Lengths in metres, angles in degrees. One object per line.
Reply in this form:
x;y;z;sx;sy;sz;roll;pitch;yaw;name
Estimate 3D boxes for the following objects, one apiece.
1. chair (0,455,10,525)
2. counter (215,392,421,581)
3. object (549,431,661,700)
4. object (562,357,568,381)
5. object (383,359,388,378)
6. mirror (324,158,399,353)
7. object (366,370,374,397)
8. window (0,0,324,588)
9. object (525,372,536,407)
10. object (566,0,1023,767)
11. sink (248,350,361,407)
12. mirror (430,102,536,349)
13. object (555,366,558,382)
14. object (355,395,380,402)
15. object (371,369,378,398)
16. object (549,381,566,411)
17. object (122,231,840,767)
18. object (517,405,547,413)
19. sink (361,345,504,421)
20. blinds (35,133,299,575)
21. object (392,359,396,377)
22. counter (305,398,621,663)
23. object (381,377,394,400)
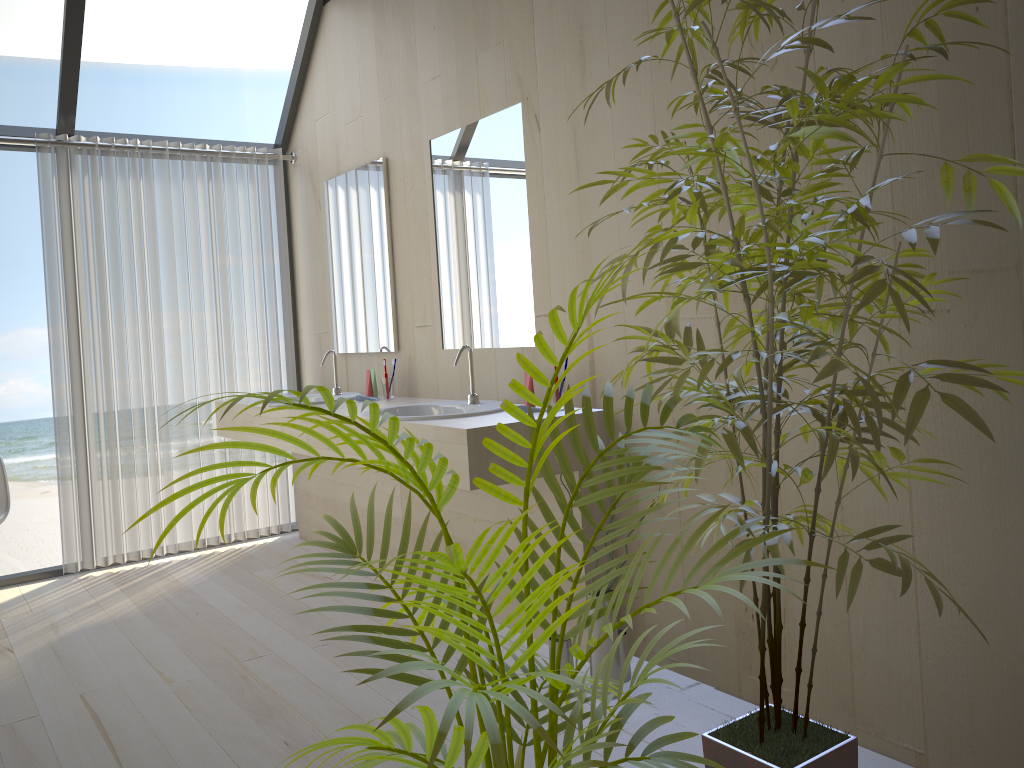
-2.301;0.469;3.607;0.369;0.347;0.455;-4;2;-6;chair
-0.914;0.468;4.159;0.551;0.790;1.204;-5;3;-35;counter
0.292;0.507;2.631;0.273;0.749;0.408;-3;1;43;object
0.161;-0.002;2.884;0.054;0.175;0.012;-4;0;-10;object
-0.546;-0.020;3.841;0.012;0.178;0.050;-4;0;4;object
-0.730;-0.584;4.226;0.023;0.868;0.653;-4;1;-35;mirror
-0.632;0.005;3.917;0.039;0.135;0.039;-3;1;14;object
-2.923;-0.390;3.399;4.571;2.812;0.744;-5;1;-35;window
0.058;0.026;2.928;0.039;0.135;0.039;-4;1;7;object
0.518;0.046;1.669;0.787;1.756;0.935;-4;1;-10;object
-0.959;0.059;4.102;0.505;0.419;0.573;-5;3;-31;sink
-0.115;-0.569;3.392;0.023;0.868;0.653;-4;1;-35;mirror
0.144;0.000;2.852;0.012;0.178;0.050;-4;0;4;object
-0.626;0.059;3.836;0.104;0.029;0.033;-3;2;5;object
-0.630;-0.002;4.031;0.039;0.135;0.039;-3;1;14;object
0.148;0.041;2.882;0.058;0.100;0.058;-4;1;-24;object
-0.053;0.399;1.208;0.916;1.156;0.751;-4;1;-1;object
0.063;0.080;2.847;0.104;0.029;0.033;-3;2;5;object
-0.270;0.080;3.113;0.505;0.419;0.573;-5;3;-31;sink
-1.688;-0.194;4.486;1.185;2.070;0.084;-4;1;-35;blinds
-0.528;-0.022;3.873;0.054;0.175;0.012;-4;0;-10;object
-0.224;0.488;3.170;0.551;0.790;1.204;-5;3;-35;counter
-0.541;0.020;3.871;0.059;0.100;0.058;-4;1;-28;object
